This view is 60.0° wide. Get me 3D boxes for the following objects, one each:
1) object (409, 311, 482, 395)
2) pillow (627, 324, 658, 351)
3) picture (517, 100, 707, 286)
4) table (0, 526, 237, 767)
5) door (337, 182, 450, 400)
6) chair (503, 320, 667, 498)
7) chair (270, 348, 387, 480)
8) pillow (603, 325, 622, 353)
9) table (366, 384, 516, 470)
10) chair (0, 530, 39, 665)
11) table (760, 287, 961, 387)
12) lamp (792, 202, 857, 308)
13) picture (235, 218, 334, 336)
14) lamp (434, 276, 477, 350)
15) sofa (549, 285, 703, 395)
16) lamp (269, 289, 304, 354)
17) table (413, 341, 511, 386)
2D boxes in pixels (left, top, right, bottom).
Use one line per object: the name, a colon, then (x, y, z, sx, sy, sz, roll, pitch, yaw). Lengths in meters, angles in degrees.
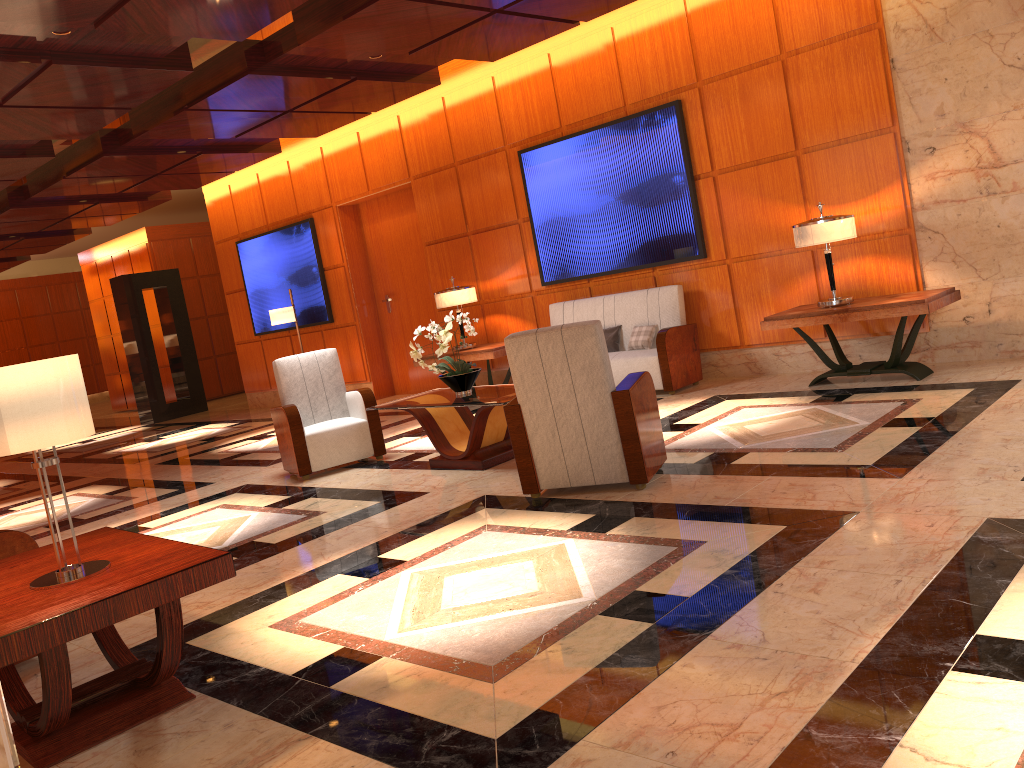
object: (-0.438, -0.229, 6.570, 0.416, 0.615, 0.792, -9, 6, 21)
pillow: (1.219, -0.428, 8.301, 0.203, 0.229, 0.273, -16, 8, -44)
picture: (0.926, -1.812, 8.764, 1.992, 1.448, 0.057, -5, 7, 43)
table: (-1.533, 0.917, 3.124, 0.728, 0.532, 1.165, -16, 8, -43)
door: (-1.415, -1.149, 11.451, 1.534, 2.643, 0.342, -6, 6, 44)
chair: (0.394, 0.111, 5.070, 0.736, 0.958, 0.632, -8, 5, 22)
chair: (-1.564, 0.210, 7.331, 0.740, 0.958, 0.628, -13, 6, -27)
pillow: (0.917, -0.425, 8.632, 0.357, 0.252, 0.161, -6, 7, 40)
table: (-0.289, 0.321, 6.489, 0.726, 0.494, 1.557, -16, 8, -43)
chair: (-2.499, 0.787, 3.846, 0.736, 0.958, 0.632, -6, 7, 42)
table: (2.696, -0.327, 6.813, 1.268, 0.605, 0.729, -5, 8, 44)
lamp: (2.424, -0.997, 6.803, 0.460, 0.807, 0.458, -14, 6, -37)
picture: (-3.314, -1.495, 12.782, 1.992, 1.448, 0.057, -5, 7, 43)
lamp: (-0.582, -0.781, 9.651, 0.458, 0.791, 0.460, -10, 5, 5)
sofa: (0.892, -0.375, 8.571, 1.795, 0.929, 0.616, -5, 8, 44)
lamp: (-2.729, -0.384, 11.296, 0.359, 1.656, 0.529, -8, 5, 34)
table: (-0.358, -0.099, 9.708, 1.268, 0.605, 0.729, -5, 8, 44)
